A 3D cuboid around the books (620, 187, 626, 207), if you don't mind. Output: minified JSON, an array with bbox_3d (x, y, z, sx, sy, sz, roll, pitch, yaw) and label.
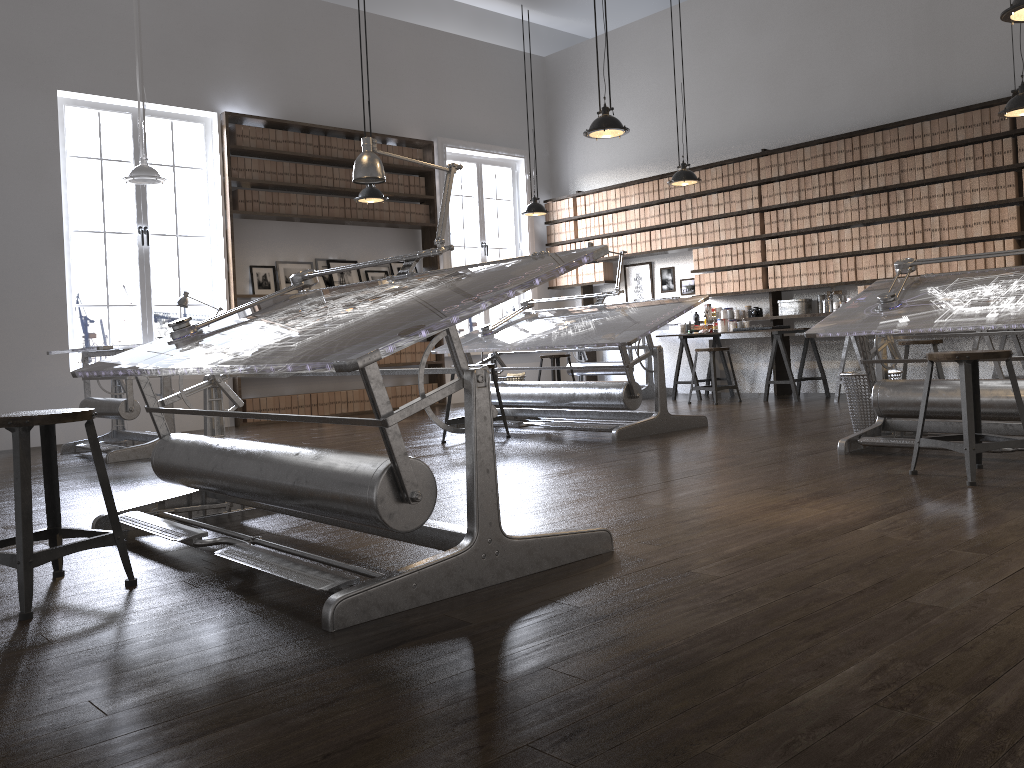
[{"bbox_3d":[1.341,-2.156,10.259,0.175,0.226,0.066,-3,0,-42],"label":"books"}]

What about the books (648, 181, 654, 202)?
[{"bbox_3d":[1.618,-2.156,9.953,0.175,0.225,0.066,-3,0,-42],"label":"books"}]

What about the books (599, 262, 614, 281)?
[{"bbox_3d":[1.121,-1.334,10.543,0.175,0.226,0.066,-3,0,-42],"label":"books"}]

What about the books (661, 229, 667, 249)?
[{"bbox_3d":[1.740,-1.605,9.842,0.174,0.226,0.066,-3,0,-42],"label":"books"}]

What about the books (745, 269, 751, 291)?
[{"bbox_3d":[2.462,-1.065,9.060,0.175,0.225,0.066,-3,0,-42],"label":"books"}]

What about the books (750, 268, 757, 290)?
[{"bbox_3d":[2.507,-1.065,9.013,0.175,0.225,0.066,-3,0,-42],"label":"books"}]

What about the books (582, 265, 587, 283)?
[{"bbox_3d":[0.940,-1.333,10.742,0.175,0.225,0.066,-3,0,-42],"label":"books"}]

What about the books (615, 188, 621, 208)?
[{"bbox_3d":[1.291,-2.155,10.309,0.175,0.226,0.067,-3,0,-42],"label":"books"}]

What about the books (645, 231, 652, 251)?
[{"bbox_3d":[1.592,-1.604,10.000,0.175,0.226,0.067,-3,0,-42],"label":"books"}]

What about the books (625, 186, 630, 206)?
[{"bbox_3d":[1.389,-2.156,10.208,0.174,0.226,0.066,-3,0,-42],"label":"books"}]

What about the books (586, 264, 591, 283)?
[{"bbox_3d":[0.983,-1.334,10.697,0.175,0.225,0.066,-3,0,-42],"label":"books"}]

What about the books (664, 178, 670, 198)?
[{"bbox_3d":[1.761,-2.156,9.786,0.174,0.226,0.066,-3,0,-42],"label":"books"}]

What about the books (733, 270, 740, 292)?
[{"bbox_3d":[2.368,-1.065,9.158,0.175,0.226,0.066,-3,0,-42],"label":"books"}]

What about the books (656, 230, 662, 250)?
[{"bbox_3d":[1.690,-1.604,9.892,0.174,0.226,0.066,-3,0,-42],"label":"books"}]

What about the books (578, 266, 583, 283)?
[{"bbox_3d":[0.891,-1.333,10.795,0.175,0.226,0.067,-3,0,-42],"label":"books"}]

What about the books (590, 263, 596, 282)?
[{"bbox_3d":[1.025,-1.333,10.644,0.175,0.226,0.067,-3,0,-42],"label":"books"}]

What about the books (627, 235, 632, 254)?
[{"bbox_3d":[1.407,-1.604,10.204,0.175,0.226,0.066,-3,0,-42],"label":"books"}]

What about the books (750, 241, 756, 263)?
[{"bbox_3d":[2.501,-1.336,9.003,0.175,0.225,0.066,-3,0,-42],"label":"books"}]

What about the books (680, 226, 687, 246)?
[{"bbox_3d":[1.917,-1.605,9.641,0.175,0.225,0.066,-3,0,-42],"label":"books"}]

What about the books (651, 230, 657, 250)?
[{"bbox_3d":[1.646,-1.605,9.948,0.175,0.226,0.066,-3,0,-42],"label":"books"}]

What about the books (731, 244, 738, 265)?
[{"bbox_3d":[2.353,-1.336,9.172,0.175,0.226,0.066,-3,0,-42],"label":"books"}]

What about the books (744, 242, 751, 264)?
[{"bbox_3d":[2.453,-1.336,9.061,0.175,0.225,0.066,-3,0,-42],"label":"books"}]

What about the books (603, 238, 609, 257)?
[{"bbox_3d":[1.167,-1.604,10.477,0.175,0.225,0.066,-3,0,-42],"label":"books"}]

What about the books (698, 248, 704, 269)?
[{"bbox_3d":[2.077,-1.335,9.475,0.175,0.225,0.066,-3,0,-42],"label":"books"}]

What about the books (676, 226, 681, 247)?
[{"bbox_3d":[1.876,-1.605,9.688,0.175,0.225,0.066,-3,0,-42],"label":"books"}]

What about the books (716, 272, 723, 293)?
[{"bbox_3d":[2.230,-1.065,9.320,0.175,0.226,0.066,-3,0,-42],"label":"books"}]

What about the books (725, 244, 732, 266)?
[{"bbox_3d":[2.302,-1.335,9.222,0.174,0.226,0.066,-3,0,-42],"label":"books"}]

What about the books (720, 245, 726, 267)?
[{"bbox_3d":[2.258,-1.335,9.277,0.174,0.226,0.066,-3,0,-42],"label":"books"}]

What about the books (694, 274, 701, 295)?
[{"bbox_3d":[2.045,-1.064,9.519,0.175,0.226,0.067,-3,0,-42],"label":"books"}]

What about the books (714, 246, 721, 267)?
[{"bbox_3d":[2.211,-1.335,9.330,0.175,0.226,0.066,-3,0,-42],"label":"books"}]

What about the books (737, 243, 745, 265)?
[{"bbox_3d":[2.399,-1.335,9.112,0.175,0.226,0.067,-3,0,-42],"label":"books"}]

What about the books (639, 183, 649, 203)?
[{"bbox_3d":[1.527,-2.156,10.044,0.175,0.226,0.067,-3,0,-42],"label":"books"}]

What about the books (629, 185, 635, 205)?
[{"bbox_3d":[1.433,-2.156,10.154,0.174,0.226,0.066,-3,0,-42],"label":"books"}]

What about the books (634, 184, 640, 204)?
[{"bbox_3d":[1.479,-2.156,10.098,0.175,0.226,0.066,-3,0,-42],"label":"books"}]

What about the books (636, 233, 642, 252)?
[{"bbox_3d":[1.501,-1.604,10.106,0.175,0.225,0.066,-3,0,-42],"label":"books"}]

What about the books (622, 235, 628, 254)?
[{"bbox_3d":[1.361,-1.604,10.260,0.174,0.226,0.066,-3,0,-42],"label":"books"}]

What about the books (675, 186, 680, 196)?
[{"bbox_3d":[1.859,-2.157,9.683,0.175,0.226,0.066,-3,0,-42],"label":"books"}]

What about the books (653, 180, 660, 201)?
[{"bbox_3d":[1.663,-2.156,9.894,0.175,0.226,0.067,-3,0,-42],"label":"books"}]

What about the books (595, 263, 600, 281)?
[{"bbox_3d":[1.076,-1.334,10.597,0.174,0.226,0.066,-3,0,-42],"label":"books"}]

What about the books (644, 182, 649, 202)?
[{"bbox_3d":[1.572,-2.156,10.000,0.175,0.225,0.066,-3,0,-42],"label":"books"}]

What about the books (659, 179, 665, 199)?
[{"bbox_3d":[1.717,-2.156,9.842,0.175,0.226,0.066,-3,0,-42],"label":"books"}]

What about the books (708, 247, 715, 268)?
[{"bbox_3d":[2.162,-1.335,9.376,0.175,0.226,0.067,-3,0,-42],"label":"books"}]

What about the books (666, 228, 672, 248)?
[{"bbox_3d":[1.787,-1.605,9.789,0.175,0.226,0.066,-3,0,-42],"label":"books"}]

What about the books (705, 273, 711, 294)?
[{"bbox_3d":[2.134,-1.065,9.425,0.175,0.225,0.066,-3,0,-42],"label":"books"}]

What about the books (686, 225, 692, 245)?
[{"bbox_3d":[1.964,-1.605,9.586,0.175,0.226,0.067,-3,0,-42],"label":"books"}]

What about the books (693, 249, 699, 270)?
[{"bbox_3d":[2.028,-1.335,9.527,0.175,0.226,0.067,-3,0,-42],"label":"books"}]

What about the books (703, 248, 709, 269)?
[{"bbox_3d":[2.120,-1.335,9.429,0.175,0.225,0.066,-3,0,-42],"label":"books"}]

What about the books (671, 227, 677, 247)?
[{"bbox_3d":[1.828,-1.604,9.735,0.175,0.226,0.067,-3,0,-42],"label":"books"}]

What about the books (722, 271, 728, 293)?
[{"bbox_3d":[2.278,-1.065,9.269,0.174,0.226,0.066,-3,0,-42],"label":"books"}]

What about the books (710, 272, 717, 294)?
[{"bbox_3d":[2.181,-1.065,9.369,0.175,0.226,0.067,-3,0,-42],"label":"books"}]

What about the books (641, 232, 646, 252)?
[{"bbox_3d":[1.546,-1.604,10.059,0.175,0.225,0.066,-3,0,-42],"label":"books"}]

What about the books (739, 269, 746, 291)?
[{"bbox_3d":[2.416,-1.065,9.105,0.175,0.226,0.067,-3,0,-42],"label":"books"}]

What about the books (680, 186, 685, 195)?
[{"bbox_3d":[1.899,-2.156,9.629,0.175,0.226,0.067,-3,0,-42],"label":"books"}]

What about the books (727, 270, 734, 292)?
[{"bbox_3d":[2.322,-1.065,9.215,0.174,0.226,0.066,-3,0,-42],"label":"books"}]

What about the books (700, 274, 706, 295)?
[{"bbox_3d":[2.093,-1.065,9.472,0.175,0.225,0.066,-3,0,-42],"label":"books"}]
